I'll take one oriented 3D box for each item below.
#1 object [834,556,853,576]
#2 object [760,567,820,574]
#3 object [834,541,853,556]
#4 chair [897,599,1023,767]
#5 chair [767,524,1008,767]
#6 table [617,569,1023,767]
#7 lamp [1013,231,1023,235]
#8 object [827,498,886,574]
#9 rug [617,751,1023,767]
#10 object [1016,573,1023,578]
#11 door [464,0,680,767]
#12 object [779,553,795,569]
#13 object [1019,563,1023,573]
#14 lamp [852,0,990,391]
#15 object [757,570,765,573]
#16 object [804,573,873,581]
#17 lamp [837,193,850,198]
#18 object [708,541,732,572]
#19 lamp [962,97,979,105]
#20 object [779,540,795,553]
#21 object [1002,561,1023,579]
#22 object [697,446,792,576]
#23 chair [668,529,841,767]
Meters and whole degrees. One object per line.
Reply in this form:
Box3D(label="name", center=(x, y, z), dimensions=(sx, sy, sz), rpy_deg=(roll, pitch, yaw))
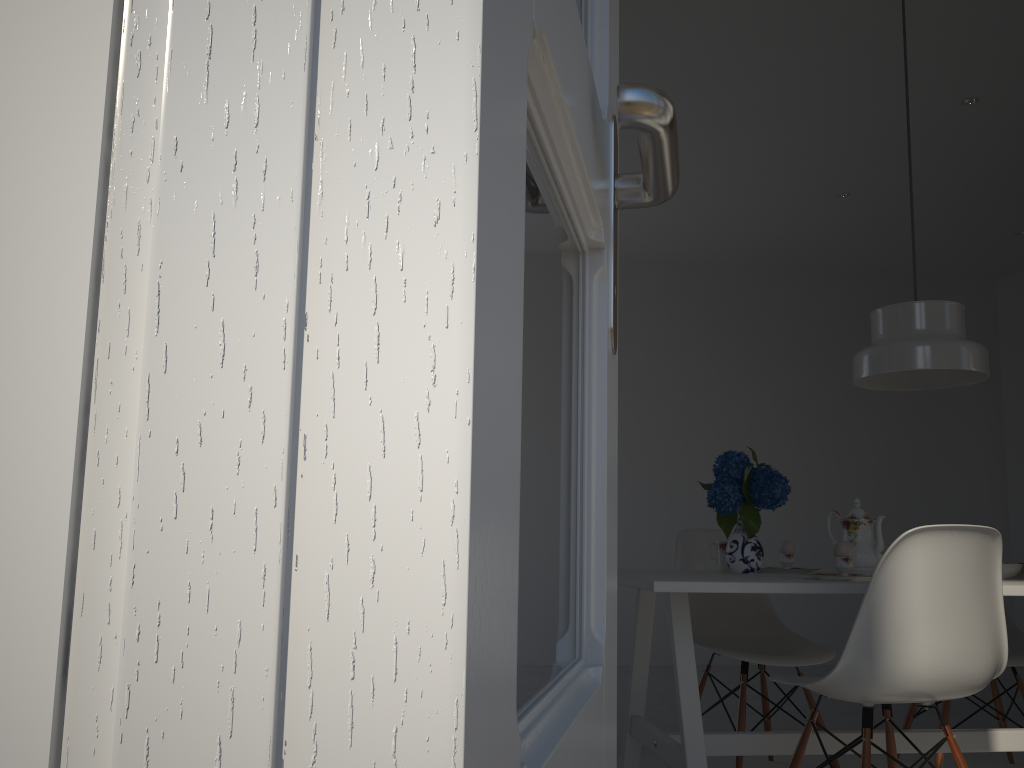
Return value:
Box3D(label="object", center=(0.873, 0.482, 2.332), dimensions=(0.048, 0.057, 0.048), rpy_deg=(-4, -10, 32))
Box3D(label="object", center=(0.877, 0.594, 2.823), dimensions=(0.201, 0.015, 0.202), rpy_deg=(2, -10, -3))
Box3D(label="object", center=(0.874, 0.445, 2.337), dimensions=(0.048, 0.062, 0.048), rpy_deg=(2, -9, -4))
Box3D(label="chair", center=(1.542, 0.911, 3.017), dimensions=(0.465, 0.796, 0.545), rpy_deg=(0, -8, 6))
Box3D(label="chair", center=(0.879, 0.734, 2.074), dimensions=(0.465, 0.796, 0.545), rpy_deg=(3, -9, -14))
Box3D(label="table", center=(1.169, 0.893, 2.549), dimensions=(1.826, 0.657, 0.818), rpy_deg=(2, -9, -8))
Box3D(label="lamp", center=(2.957, -0.890, 5.165), dimensions=(0.064, 0.030, 0.064), rpy_deg=(5, -10, -20))
Box3D(label="object", center=(1.014, 0.451, 2.609), dimensions=(0.140, 0.229, 0.150), rpy_deg=(0, -8, 10))
Box3D(label="rug", center=(1.207, 1.221, 2.511), dimensions=(2.310, 0.004, 1.434), rpy_deg=(2, -10, -8))
Box3D(label="object", center=(1.650, 0.601, 2.776), dimensions=(0.158, 0.015, 0.158), rpy_deg=(9, -12, -37))
Box3D(label="door", center=(0.026, -0.308, 0.586), dimensions=(0.156, 2.314, 0.605), rpy_deg=(-1, -8, 12))
Box3D(label="object", center=(0.877, 0.567, 2.826), dimensions=(0.048, 0.057, 0.048), rpy_deg=(-4, -10, 32))
Box3D(label="object", center=(1.655, 0.569, 2.763), dimensions=(0.161, 0.057, 0.124), rpy_deg=(10, -13, -43))
Box3D(label="lamp", center=(1.244, -0.662, 2.766), dimensions=(0.373, 1.316, 0.375), rpy_deg=(-2, -9, 23))
Box3D(label="object", center=(0.769, 0.592, 2.810), dimensions=(0.032, 0.011, 0.140), rpy_deg=(2, -10, -5))
Box3D(label="object", center=(0.873, 0.508, 2.327), dimensions=(0.201, 0.015, 0.202), rpy_deg=(2, -10, -3))
Box3D(label="lamp", center=(1.740, -1.002, 4.652), dimensions=(0.064, 0.030, 0.064), rpy_deg=(5, -10, -20))
Box3D(label="object", center=(0.675, 0.542, 2.780), dimensions=(0.091, 0.095, 0.078), rpy_deg=(3, -9, -14))
Box3D(label="lamp", center=(1.885, -1.174, 3.646), dimensions=(0.064, 0.030, 0.064), rpy_deg=(5, -10, -20))
Box3D(label="object", center=(0.878, 0.530, 2.831), dimensions=(0.048, 0.062, 0.048), rpy_deg=(2, -9, -4))
Box3D(label="object", center=(1.425, 0.549, 2.628), dimensions=(0.158, 0.058, 0.159), rpy_deg=(4, -10, -18))
Box3D(label="object", center=(0.671, 0.363, 2.560), dimensions=(0.236, 0.375, 0.267), rpy_deg=(2, -8, -6))
Box3D(label="chair", center=(0.770, 0.878, 2.916), dimensions=(0.465, 0.796, 0.545), rpy_deg=(4, -9, -19))
